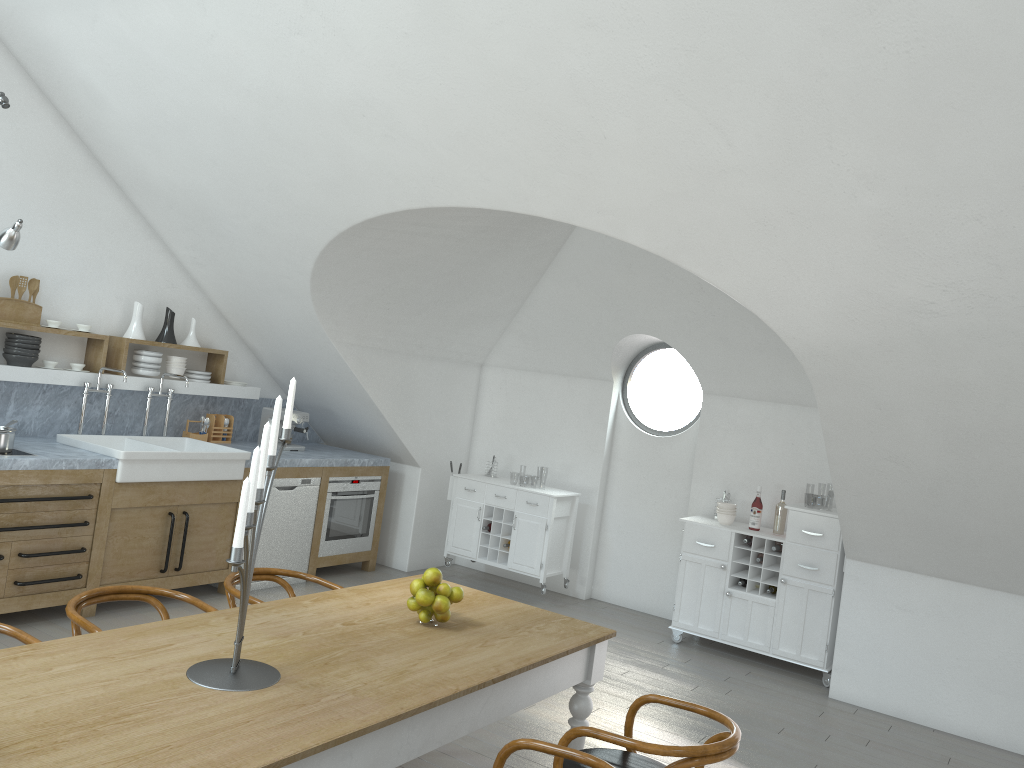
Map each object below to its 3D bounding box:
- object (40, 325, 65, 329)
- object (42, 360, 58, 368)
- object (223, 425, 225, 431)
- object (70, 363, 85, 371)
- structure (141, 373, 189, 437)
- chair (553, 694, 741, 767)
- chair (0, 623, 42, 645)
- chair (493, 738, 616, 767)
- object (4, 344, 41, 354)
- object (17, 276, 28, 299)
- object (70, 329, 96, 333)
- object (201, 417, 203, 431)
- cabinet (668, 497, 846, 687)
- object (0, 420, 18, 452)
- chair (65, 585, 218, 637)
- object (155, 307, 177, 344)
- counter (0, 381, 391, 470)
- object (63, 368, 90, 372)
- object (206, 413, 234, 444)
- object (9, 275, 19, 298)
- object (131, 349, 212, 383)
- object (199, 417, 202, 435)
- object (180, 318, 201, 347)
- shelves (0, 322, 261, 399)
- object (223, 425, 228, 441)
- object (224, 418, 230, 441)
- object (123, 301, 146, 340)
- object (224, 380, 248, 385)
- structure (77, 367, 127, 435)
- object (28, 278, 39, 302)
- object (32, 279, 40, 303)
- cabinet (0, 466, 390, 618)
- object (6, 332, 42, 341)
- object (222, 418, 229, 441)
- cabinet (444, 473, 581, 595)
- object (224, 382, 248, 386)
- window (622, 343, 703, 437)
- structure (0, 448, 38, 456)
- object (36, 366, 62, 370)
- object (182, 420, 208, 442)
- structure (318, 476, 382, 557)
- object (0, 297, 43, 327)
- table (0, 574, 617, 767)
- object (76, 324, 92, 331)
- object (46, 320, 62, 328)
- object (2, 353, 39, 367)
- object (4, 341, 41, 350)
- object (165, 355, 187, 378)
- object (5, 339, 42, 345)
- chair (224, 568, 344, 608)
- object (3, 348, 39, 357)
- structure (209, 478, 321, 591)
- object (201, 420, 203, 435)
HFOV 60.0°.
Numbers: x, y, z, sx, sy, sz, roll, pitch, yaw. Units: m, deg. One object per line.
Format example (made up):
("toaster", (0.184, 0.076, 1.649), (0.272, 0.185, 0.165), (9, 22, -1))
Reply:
("object", (-3.034, -0.371, 5.858), (0.163, 0.012, 0.164), (8, 0, -40))
("object", (-3.059, -0.128, 5.864), (0.099, 0.049, 0.098), (8, 0, 30))
("object", (-2.295, 0.367, 7.052), (0.023, 0.196, 0.018), (6, -2, 40))
("object", (-2.957, -0.114, 6.026), (0.099, 0.049, 0.098), (8, 0, 30))
("structure", (-2.455, 0.190, 6.392), (0.333, 0.530, 0.213), (8, -1, 13))
("chair", (0.408, 1.451, 2.969), (0.622, 0.735, 0.526), (7, -1, 35))
("chair", (-1.749, 1.155, 2.695), (0.622, 0.735, 0.526), (7, -1, 29))
("chair", (-0.032, 1.391, 2.396), (0.622, 0.735, 0.526), (7, -1, 28))
("object", (-3.137, -0.202, 5.675), (0.205, 0.086, 0.205), (8, 0, -15))
("object", (-3.144, -0.541, 5.662), (0.019, 0.299, 0.057), (7, -2, 32))
("object", (-2.920, -0.356, 6.039), (0.163, 0.012, 0.164), (8, 0, -40))
("object", (-2.402, 0.352, 6.853), (0.020, 0.196, 0.018), (6, -2, 42))
("cabinet", (1.847, 1.427, 6.521), (1.244, 1.155, 0.608), (7, -1, 32))
("object", (-2.956, 0.312, 5.152), (0.232, 0.170, 0.394), (8, 0, 12))
("chair", (-1.414, 1.200, 3.341), (0.622, 0.735, 0.526), (7, -1, 36))
("object", (-2.552, -0.437, 6.588), (0.156, 0.268, 0.156), (7, -1, 37))
("counter", (-3.068, 0.117, 5.208), (0.963, 0.620, 6.561), (8, 0, 32))
("object", (-2.960, -0.091, 6.026), (0.163, 0.012, 0.164), (8, 0, -40))
("object", (-2.323, 0.352, 7.023), (0.104, 0.223, 0.200), (7, -1, 32))
("object", (-3.179, -0.546, 5.644), (0.040, 0.299, 0.061), (7, -2, 30))
("object", (-2.537, -0.127, 6.642), (0.198, 0.196, 0.655), (7, 0, 32))
("object", (-2.402, 0.352, 6.843), (0.019, 0.196, 0.022), (7, -2, 21))
("object", (-2.445, -0.397, 6.782), (0.156, 0.218, 0.156), (8, -1, 14))
("shelves", (-3.414, -0.741, 4.921), (0.480, 1.362, 5.538), (7, 0, 27))
("object", (-2.274, 0.370, 7.047), (0.018, 0.196, 0.020), (9, -2, -35))
("object", (-2.272, 0.370, 7.057), (0.019, 0.196, 0.022), (7, -2, 33))
("object", (-2.694, -0.456, 6.368), (0.156, 0.268, 0.156), (7, -1, 21))
("object", (-2.242, -0.006, 7.147), (0.213, 0.025, 0.213), (8, 0, 20))
("structure", (-2.714, 0.155, 5.981), (0.333, 0.530, 0.213), (8, -1, 13))
("object", (-3.113, -0.536, 5.717), (0.039, 0.298, 0.067), (7, -2, 32))
("object", (-3.108, -0.536, 5.758), (0.030, 0.294, 0.057), (7, -2, 32))
("cabinet", (-3.199, 0.927, 5.111), (1.005, 1.022, 6.414), (7, 0, 32))
("object", (-3.135, -0.278, 5.685), (0.206, 0.080, 0.205), (8, 0, 35))
("object", (-2.274, 0.367, 7.030), (0.040, 0.192, 0.042), (8, -2, -7))
("cabinet", (-0.045, 1.233, 7.502), (1.136, 0.790, 0.495), (8, -1, 32))
("object", (-2.243, 0.003, 7.147), (0.213, 0.025, 0.213), (8, 0, 20))
("window", (1.320, 0.049, 7.565), (0.901, 0.900, 0.060), (7, -2, 32))
("structure", (-3.181, 0.368, 4.949), (0.648, 0.041, 0.735), (8, 0, 32))
("object", (-3.062, -0.104, 5.864), (0.163, 0.012, 0.164), (8, 0, -40))
("object", (-2.435, 0.363, 6.829), (0.100, 0.171, 0.172), (7, -1, 34))
("structure", (-1.558, 1.036, 7.395), (0.632, 0.637, 0.631), (7, -1, 32))
("object", (-3.182, -0.467, 5.636), (0.084, 0.158, 0.353), (7, -1, 32))
("table", (-0.935, 1.232, 2.494), (1.020, 0.799, 3.341), (7, 0, 32))
("object", (-2.917, -0.379, 6.040), (0.099, 0.049, 0.098), (8, 0, 30))
("object", (-3.030, -0.394, 5.859), (0.099, 0.049, 0.098), (8, 0, 30))
("object", (-3.150, -0.150, 5.675), (0.206, 0.072, 0.205), (8, 0, 20))
("object", (-3.139, -0.225, 5.679), (0.206, 0.072, 0.205), (8, 0, 20))
("object", (-2.516, -0.127, 6.629), (0.157, 0.160, 0.154), (8, -1, -29))
("object", (-3.136, -0.250, 5.684), (0.205, 0.084, 0.206), (8, 0, -30))
("chair", (-1.023, 1.253, 3.946), (0.622, 0.735, 0.526), (7, -1, 29))
("object", (-3.147, -0.176, 5.675), (0.205, 0.086, 0.205), (8, 0, -20))
("structure", (-1.974, 1.076, 6.757), (0.599, 0.823, 0.722), (7, -1, 32))
("object", (-2.390, 0.363, 6.827), (0.019, 0.179, 0.044), (8, -2, -3))
